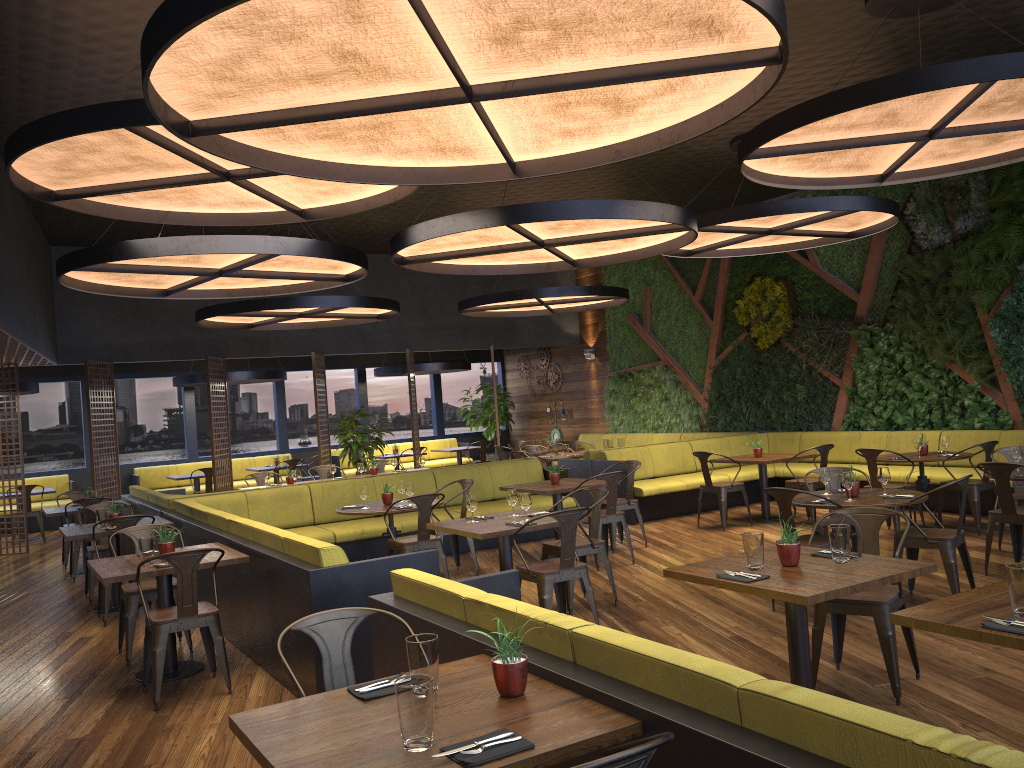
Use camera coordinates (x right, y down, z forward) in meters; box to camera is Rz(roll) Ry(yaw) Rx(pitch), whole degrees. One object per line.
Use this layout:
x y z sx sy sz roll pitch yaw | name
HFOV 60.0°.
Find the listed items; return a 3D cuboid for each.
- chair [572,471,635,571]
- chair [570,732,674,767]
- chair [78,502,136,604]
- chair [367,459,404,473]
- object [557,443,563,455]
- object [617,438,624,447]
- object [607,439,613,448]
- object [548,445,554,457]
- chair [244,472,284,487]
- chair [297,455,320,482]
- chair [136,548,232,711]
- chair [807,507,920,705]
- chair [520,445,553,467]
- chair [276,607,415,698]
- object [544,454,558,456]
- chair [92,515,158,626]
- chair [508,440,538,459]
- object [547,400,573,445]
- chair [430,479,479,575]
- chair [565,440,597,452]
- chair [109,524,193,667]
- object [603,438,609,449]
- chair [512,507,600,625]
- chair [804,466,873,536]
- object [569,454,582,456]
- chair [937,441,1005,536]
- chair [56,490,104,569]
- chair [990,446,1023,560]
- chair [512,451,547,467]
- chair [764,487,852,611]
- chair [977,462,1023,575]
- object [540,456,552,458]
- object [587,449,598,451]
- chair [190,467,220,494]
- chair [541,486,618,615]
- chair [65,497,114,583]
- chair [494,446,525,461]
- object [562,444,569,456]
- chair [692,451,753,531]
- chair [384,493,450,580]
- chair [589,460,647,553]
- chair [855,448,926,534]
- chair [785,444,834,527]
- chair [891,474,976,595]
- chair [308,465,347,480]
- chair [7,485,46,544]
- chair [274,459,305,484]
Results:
0.870 1.304 8.630 0.504 0.917 0.541 -3 -1 -31 | chair
0.118 1.234 2.049 0.504 0.917 0.541 -3 -1 -31 | chair
-4.032 1.663 8.865 0.504 0.917 0.541 -3 -1 -31 | chair
-1.839 1.585 13.149 0.504 0.917 0.541 -3 -1 -31 | chair
0.753 1.017 13.842 0.102 0.178 0.102 -5 -2 45 | object
1.737 0.951 14.136 0.102 0.178 0.102 -5 -2 45 | object
1.543 0.961 13.920 0.102 0.178 0.102 -4 -1 5 | object
0.602 1.023 13.576 0.102 0.178 0.102 -5 -2 45 | object
-3.386 1.679 12.221 0.504 0.917 0.541 -3 -1 -31 | chair
-3.761 1.790 16.641 0.541 0.917 0.504 -3 -1 -31 | chair
-2.029 1.454 5.474 0.504 0.917 0.541 -3 -1 -31 | chair
1.889 1.158 4.791 0.504 0.917 0.541 -5 -1 36 | chair
0.439 1.441 14.236 0.504 0.917 0.541 -3 -1 -31 | chair
-0.527 1.301 3.133 0.504 0.917 0.541 -3 -1 -31 | chair
0.621 1.108 13.901 0.157 0.019 0.255 -3 -1 -31 | object
-3.395 1.596 7.796 0.504 0.917 0.541 -3 -1 -31 | chair
0.240 1.492 16.179 0.504 0.917 0.541 -3 -1 -31 | chair
1.025 1.131 18.414 0.459 1.615 0.848 -3 -1 -31 | object
-0.623 1.413 8.687 0.541 0.917 0.504 -3 -1 -31 | chair
1.183 1.396 14.682 0.504 0.917 0.541 -3 -1 -31 | chair
-2.665 1.520 6.542 0.504 0.917 0.541 -3 -1 -31 | chair
1.518 0.970 14.301 0.102 0.178 0.102 -5 -2 45 | object
0.292 1.298 6.112 0.504 0.917 0.541 -3 -1 -31 | chair
2.661 1.146 7.149 0.504 0.917 0.541 -4 -1 8 | chair
0.946 1.074 13.372 0.255 0.019 0.157 -3 -1 -31 | object
4.664 1.037 9.014 0.504 0.917 0.541 -3 -1 -31 | chair
-5.426 1.807 11.159 0.504 0.917 0.541 -3 -1 -31 | chair
4.541 1.022 7.778 0.504 0.917 0.541 -4 -1 8 | chair
0.303 1.433 13.271 0.541 0.917 0.504 -3 -1 -31 | chair
2.131 1.170 6.354 0.541 0.917 0.504 -3 -1 -31 | chair
4.011 1.046 6.983 0.541 0.917 0.504 -3 -1 -31 | chair
0.498 1.108 13.449 0.157 0.019 0.255 -3 -1 -31 | object
1.340 1.064 14.332 0.157 0.019 0.255 -3 -1 -31 | object
-5.155 1.860 15.004 0.504 0.917 0.541 -3 -1 -31 | chair
0.524 1.299 7.065 0.541 0.917 0.504 -3 -1 -31 | chair
-4.799 1.742 10.107 0.504 0.917 0.541 -3 -1 -31 | chair
-0.002 1.490 15.164 0.541 0.917 0.504 -3 -1 -31 | chair
0.815 1.006 13.484 0.102 0.178 0.102 -4 -1 5 | object
2.440 1.224 10.415 0.541 0.917 0.504 -3 -1 -31 | chair
-0.844 1.413 7.832 0.504 0.917 0.541 -3 -1 -31 | chair
1.135 1.302 9.543 0.541 0.917 0.504 -3 -1 -31 | chair
3.876 1.096 9.147 0.541 0.917 0.504 -3 -1 -31 | chair
3.429 1.148 10.165 0.504 0.917 0.541 -3 -1 -31 | chair
3.007 1.105 6.307 0.541 0.917 0.504 -5 -1 41 | chair
-2.610 1.632 12.687 0.504 0.917 0.541 -3 -1 -31 | chair
-7.452 2.000 13.626 0.504 0.917 0.541 -3 -1 -31 | chair
-3.931 1.785 15.739 0.504 0.917 0.541 -3 -1 -31 | chair
